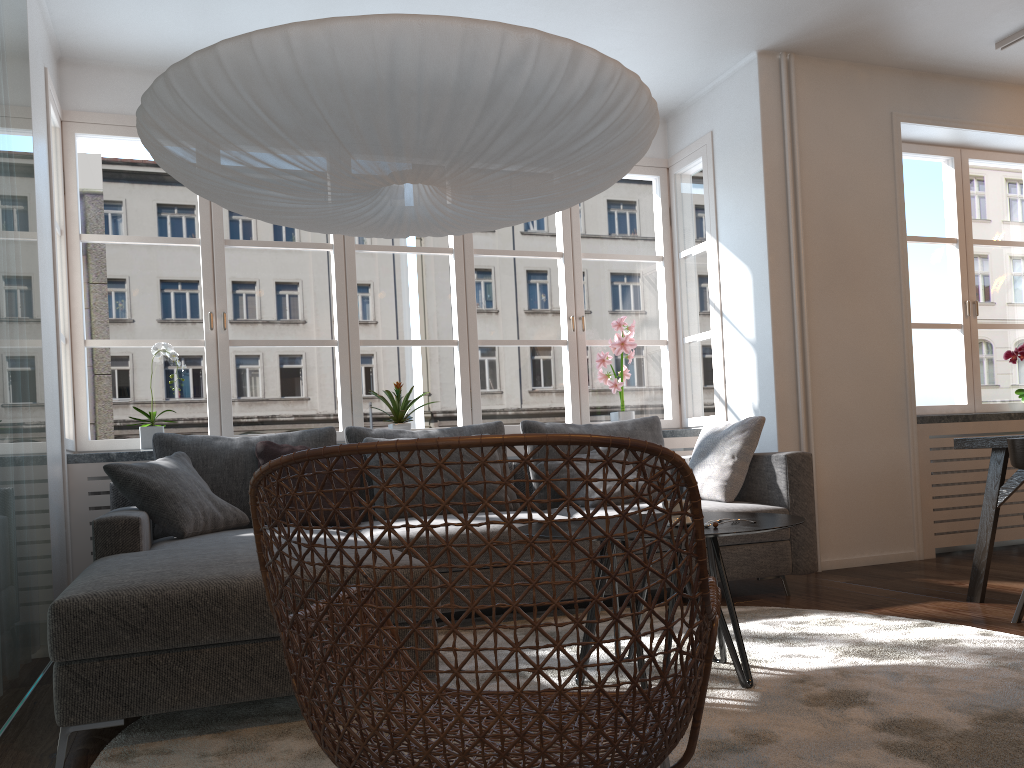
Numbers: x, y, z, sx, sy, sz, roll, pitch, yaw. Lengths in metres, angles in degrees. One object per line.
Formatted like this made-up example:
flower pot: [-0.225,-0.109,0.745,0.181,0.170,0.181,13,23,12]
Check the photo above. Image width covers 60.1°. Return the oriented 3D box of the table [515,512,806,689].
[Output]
table: [0.442,0.650,2.634,0.846,0.471,0.850,-2,-4,-18]

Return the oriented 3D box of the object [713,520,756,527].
object: [0.615,0.381,2.436,0.168,0.015,0.015,0,-4,-33]

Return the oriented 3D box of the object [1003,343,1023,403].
object: [3.200,-0.046,5.431,0.405,0.436,0.230,0,-3,-44]

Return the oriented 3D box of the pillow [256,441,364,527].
pillow: [-0.908,0.446,3.999,0.520,0.402,0.312,-2,-2,-19]

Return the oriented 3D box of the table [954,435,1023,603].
table: [2.816,0.438,2.734,1.105,0.677,2.511,-1,-5,-20]

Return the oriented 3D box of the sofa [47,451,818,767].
sofa: [-0.023,0.655,3.564,3.065,0.670,2.048,-1,-5,-20]

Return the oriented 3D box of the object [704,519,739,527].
object: [0.584,0.385,2.465,0.025,0.016,0.163,-6,-6,44]

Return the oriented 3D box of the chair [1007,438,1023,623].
chair: [2.066,0.511,3.101,0.519,0.670,0.595,-2,-3,-22]

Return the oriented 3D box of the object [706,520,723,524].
object: [0.572,0.393,2.522,0.026,0.010,0.124,-6,-6,36]

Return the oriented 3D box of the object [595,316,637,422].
object: [0.633,-0.055,5.257,0.200,0.689,0.298,-2,-1,-42]

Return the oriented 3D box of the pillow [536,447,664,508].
pillow: [0.442,0.449,4.410,0.492,0.320,0.446,0,-4,-39]

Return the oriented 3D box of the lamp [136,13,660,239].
lamp: [-0.306,-0.628,2.603,1.472,0.209,1.472,-4,-5,16]

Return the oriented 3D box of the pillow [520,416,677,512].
pillow: [0.469,0.411,4.678,0.835,0.476,0.276,-1,-2,-20]

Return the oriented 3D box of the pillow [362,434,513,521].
pillow: [-0.354,0.438,4.231,0.666,0.396,0.293,-1,-2,-21]

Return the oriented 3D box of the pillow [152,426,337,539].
pillow: [-1.202,0.441,4.057,0.835,0.477,0.276,-1,-2,-20]

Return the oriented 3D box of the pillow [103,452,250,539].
pillow: [-1.378,0.454,3.670,0.347,0.359,0.516,-4,-4,19]

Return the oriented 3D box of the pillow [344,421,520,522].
pillow: [-0.391,0.426,4.370,0.838,0.474,0.277,-1,-2,-20]

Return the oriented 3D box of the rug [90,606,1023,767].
rug: [0.366,0.874,2.497,2.836,0.012,2.848,1,-6,-40]

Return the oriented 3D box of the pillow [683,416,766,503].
pillow: [1.010,0.378,4.389,0.286,0.413,0.496,-2,-3,-22]

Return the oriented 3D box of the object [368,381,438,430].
object: [-0.582,0.147,4.788,0.323,0.328,0.376,-5,-4,44]

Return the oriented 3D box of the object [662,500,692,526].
object: [0.477,0.366,2.493,0.091,0.069,0.139,-2,-4,-9]

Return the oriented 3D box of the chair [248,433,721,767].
chair: [-0.008,0.448,1.495,0.719,0.708,0.687,-3,-3,12]
